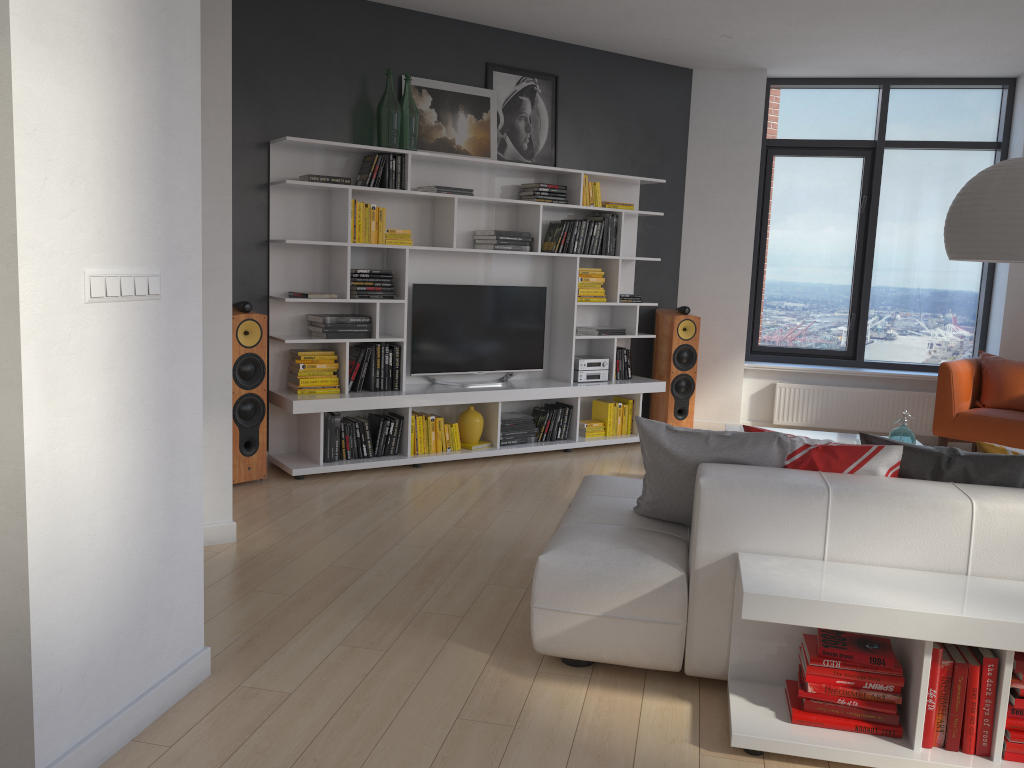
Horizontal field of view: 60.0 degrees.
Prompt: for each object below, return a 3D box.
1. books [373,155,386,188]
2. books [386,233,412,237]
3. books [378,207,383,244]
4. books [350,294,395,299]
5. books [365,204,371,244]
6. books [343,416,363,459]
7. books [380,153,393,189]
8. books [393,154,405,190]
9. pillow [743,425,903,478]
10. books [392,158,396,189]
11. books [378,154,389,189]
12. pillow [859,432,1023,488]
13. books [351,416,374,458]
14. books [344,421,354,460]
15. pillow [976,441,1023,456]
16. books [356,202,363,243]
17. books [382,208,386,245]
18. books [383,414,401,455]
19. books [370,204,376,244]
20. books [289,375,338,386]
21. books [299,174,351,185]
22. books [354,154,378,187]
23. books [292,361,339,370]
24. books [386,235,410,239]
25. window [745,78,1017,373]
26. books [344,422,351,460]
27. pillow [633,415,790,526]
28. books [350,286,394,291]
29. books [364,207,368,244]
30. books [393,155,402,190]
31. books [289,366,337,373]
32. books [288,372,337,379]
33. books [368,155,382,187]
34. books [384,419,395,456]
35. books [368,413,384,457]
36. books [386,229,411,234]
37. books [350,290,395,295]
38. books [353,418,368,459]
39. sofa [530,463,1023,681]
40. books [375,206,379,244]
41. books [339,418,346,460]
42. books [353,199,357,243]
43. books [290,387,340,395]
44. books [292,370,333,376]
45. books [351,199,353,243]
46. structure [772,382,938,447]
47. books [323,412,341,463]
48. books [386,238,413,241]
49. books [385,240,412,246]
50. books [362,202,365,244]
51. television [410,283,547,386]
[{"bbox_3d":[-0.877,-1.356,5.686,0.074,0.212,0.154,-3,9,-34],"label":"books"},{"bbox_3d":[-0.769,-0.980,5.819,0.187,0.014,0.134,-3,9,-33],"label":"books"},{"bbox_3d":[-0.887,-1.023,5.747,0.024,0.234,0.172,-3,9,-33],"label":"books"},{"bbox_3d":[-0.925,-0.571,5.779,0.263,0.026,0.189,-3,10,-35],"label":"books"},{"bbox_3d":[-0.956,-1.029,5.705,0.019,0.251,0.180,-3,9,-33],"label":"books"},{"bbox_3d":[-1.033,0.346,5.762,0.066,0.255,0.193,-3,9,-34],"label":"books"},{"bbox_3d":[-0.819,-1.369,5.730,0.025,0.232,0.176,-3,9,-33],"label":"books"},{"bbox_3d":[-0.744,-1.371,5.766,0.019,0.230,0.174,-3,9,-33],"label":"books"},{"bbox_3d":[1.925,0.438,3.031,2.250,0.449,0.575,4,8,9],"label":"pillow"},{"bbox_3d":[-0.796,-1.355,5.741,0.021,0.200,0.147,-3,9,-33],"label":"books"},{"bbox_3d":[-0.837,-1.361,5.713,0.021,0.221,0.156,-3,9,-33],"label":"books"},{"bbox_3d":[2.247,0.433,2.970,2.120,0.436,0.608,3,8,7],"label":"pillow"},{"bbox_3d":[-0.976,0.346,5.794,0.083,0.249,0.191,-3,9,-33],"label":"books"},{"bbox_3d":[-1.074,0.357,5.732,0.049,0.236,0.170,-3,9,-33],"label":"books"},{"bbox_3d":[2.554,0.396,3.452,2.095,0.440,0.630,-2,9,-31],"label":"pillow"},{"bbox_3d":[-1.015,-1.028,5.667,0.044,0.255,0.198,-3,9,-33],"label":"books"},{"bbox_3d":[-0.867,-1.025,5.764,0.024,0.234,0.172,-3,9,-33],"label":"books"},{"bbox_3d":[-0.824,0.336,5.911,0.084,0.249,0.191,-3,9,-33],"label":"books"},{"bbox_3d":[-0.933,-1.029,5.718,0.035,0.250,0.185,-3,9,-33],"label":"books"},{"bbox_3d":[-1.270,-0.027,5.679,0.255,0.044,0.198,-3,9,-33],"label":"books"},{"bbox_3d":[-1.162,-1.260,5.504,0.268,0.046,0.208,-2,9,-30],"label":"books"},{"bbox_3d":[-0.931,-1.355,5.659,0.096,0.213,0.166,-3,10,-35],"label":"books"},{"bbox_3d":[-1.262,-0.124,5.680,0.250,0.035,0.185,-2,9,-30],"label":"books"},{"bbox_3d":[-0.767,-0.962,5.805,0.169,0.018,0.113,-2,9,-32],"label":"books"},{"bbox_3d":[3.049,-1.336,7.525,1.960,2.402,0.170,4,8,12],"label":"window"},{"bbox_3d":[-1.097,0.357,5.725,0.053,0.240,0.189,-3,9,-33],"label":"books"},{"bbox_3d":[1.900,0.360,3.368,2.953,0.453,0.647,2,8,-1],"label":"pillow"},{"bbox_3d":[-0.939,-0.626,5.785,0.266,0.030,0.209,-3,10,-35],"label":"books"},{"bbox_3d":[-0.965,-1.013,5.680,0.024,0.229,0.156,-3,9,-33],"label":"books"},{"bbox_3d":[-0.772,-1.364,5.757,0.038,0.218,0.169,-3,9,-33],"label":"books"},{"bbox_3d":[-1.274,-0.097,5.680,0.251,0.019,0.180,-3,9,-33],"label":"books"},{"bbox_3d":[-1.279,-0.058,5.686,0.263,0.015,0.198,-2,9,-30],"label":"books"},{"bbox_3d":[-0.907,-1.356,5.681,0.087,0.214,0.171,-3,9,-33],"label":"books"},{"bbox_3d":[-0.850,0.342,5.881,0.071,0.243,0.179,-3,9,-34],"label":"books"},{"bbox_3d":[-0.919,0.335,5.854,0.066,0.260,0.197,-3,9,-33],"label":"books"},{"bbox_3d":[-0.779,-1.001,5.825,0.186,0.026,0.138,-3,9,-33],"label":"books"},{"bbox_3d":[-0.924,-0.596,5.777,0.270,0.025,0.189,-3,9,-34],"label":"books"},{"bbox_3d":[-1.003,0.352,5.772,0.066,0.242,0.177,-3,9,-33],"label":"books"},{"bbox_3d":[1.996,0.570,3.877,3.424,0.732,2.614,4,8,11],"label":"sofa"},{"bbox_3d":[-0.910,-1.025,5.737,0.023,0.239,0.169,-3,9,-33],"label":"books"},{"bbox_3d":[-1.126,0.342,5.708,0.053,0.268,0.202,-3,9,-33],"label":"books"},{"bbox_3d":[-1.042,-1.033,5.643,0.025,0.270,0.213,-3,9,-33],"label":"books"},{"bbox_3d":[-1.263,0.036,5.678,0.270,0.029,0.204,-2,9,-28],"label":"books"},{"bbox_3d":[-1.275,-0.073,5.661,0.228,0.024,0.152,-2,9,-29],"label":"books"},{"bbox_3d":[-1.059,-1.031,5.621,0.029,0.270,0.204,-3,9,-33],"label":"books"},{"bbox_3d":[2.946,0.261,7.412,1.474,0.460,0.110,4,8,12],"label":"structure"},{"bbox_3d":[-1.202,0.323,5.660,0.128,0.321,0.259,-3,9,-33],"label":"books"},{"bbox_3d":[-0.774,-0.951,5.826,0.196,0.011,0.148,-3,9,-33],"label":"books"},{"bbox_3d":[-0.773,-0.928,5.825,0.190,0.033,0.147,-3,9,-33],"label":"books"},{"bbox_3d":[-0.991,-1.032,5.685,0.015,0.263,0.199,-3,9,-33],"label":"books"},{"bbox_3d":[-0.227,-0.353,6.340,1.102,0.704,0.207,-3,9,-33],"label":"television"}]
